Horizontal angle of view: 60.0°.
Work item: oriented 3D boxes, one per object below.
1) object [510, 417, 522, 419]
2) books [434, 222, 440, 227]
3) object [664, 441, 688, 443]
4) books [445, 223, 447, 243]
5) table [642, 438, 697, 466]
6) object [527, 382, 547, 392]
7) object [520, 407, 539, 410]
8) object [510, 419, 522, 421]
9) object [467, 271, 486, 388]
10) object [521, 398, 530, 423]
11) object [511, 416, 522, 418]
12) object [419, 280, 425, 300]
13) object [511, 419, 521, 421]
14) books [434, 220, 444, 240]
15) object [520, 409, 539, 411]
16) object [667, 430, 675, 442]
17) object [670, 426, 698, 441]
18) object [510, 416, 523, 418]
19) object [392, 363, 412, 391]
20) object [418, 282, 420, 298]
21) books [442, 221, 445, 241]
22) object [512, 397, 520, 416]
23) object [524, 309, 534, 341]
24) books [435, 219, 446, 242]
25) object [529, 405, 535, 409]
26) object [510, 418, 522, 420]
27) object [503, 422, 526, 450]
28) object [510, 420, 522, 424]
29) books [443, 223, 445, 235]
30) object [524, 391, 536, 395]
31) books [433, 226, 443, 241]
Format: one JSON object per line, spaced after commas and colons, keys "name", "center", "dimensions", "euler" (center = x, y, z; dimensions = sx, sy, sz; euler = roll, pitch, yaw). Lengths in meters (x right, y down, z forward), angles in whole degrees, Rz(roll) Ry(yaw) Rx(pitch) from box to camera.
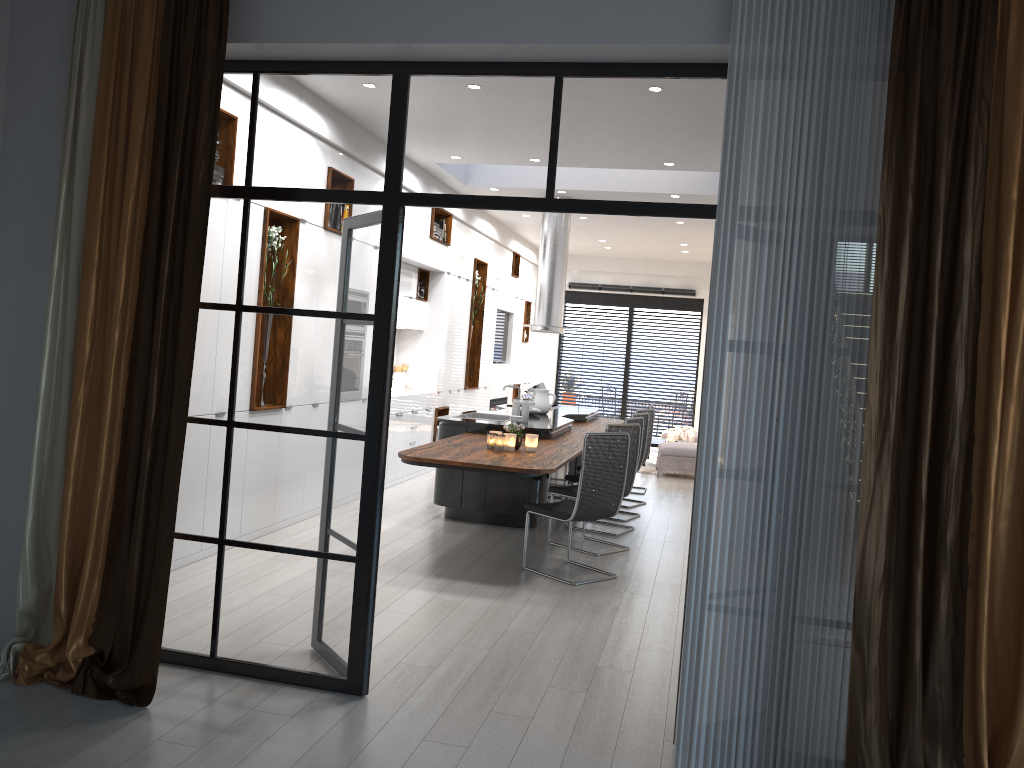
{"name": "object", "center": [0.037, 0.307, 7.788], "dimensions": [0.111, 0.023, 0.111], "euler": [5, 2, 25]}
{"name": "books", "center": [-0.982, -1.828, 10.172], "dimensions": [0.250, 0.047, 0.307], "euler": [5, 2, 8]}
{"name": "object", "center": [2.393, 0.847, 13.152], "dimensions": [0.333, 0.030, 0.584], "euler": [3, 2, -24]}
{"name": "books", "center": [-0.873, -1.791, 10.554], "dimensions": [0.210, 0.267, 0.026], "euler": [5, 1, 12]}
{"name": "table", "center": [2.463, 1.045, 13.077], "dimensions": [1.000, 0.350, 1.000], "euler": [5, 2, 12]}
{"name": "object", "center": [0.297, 0.078, 10.487], "dimensions": [0.256, 0.212, 0.249], "euler": [3, 2, -42]}
{"name": "object", "center": [0.164, 0.255, 8.995], "dimensions": [0.229, 0.016, 0.229], "euler": [5, 2, 9]}
{"name": "object", "center": [0.035, 0.326, 7.788], "dimensions": [0.111, 0.023, 0.111], "euler": [5, 2, 25]}
{"name": "object", "center": [-0.580, -0.758, 12.092], "dimensions": [0.322, 1.614, 0.322], "euler": [5, 1, 38]}
{"name": "object", "center": [0.118, 0.236, 7.927], "dimensions": [0.071, 0.219, 0.071], "euler": [5, 1, 38]}
{"name": "object", "center": [0.038, 0.294, 7.788], "dimensions": [0.111, 0.023, 0.111], "euler": [5, 2, 25]}
{"name": "object", "center": [-1.103, -1.122, 10.550], "dimensions": [0.123, 0.230, 0.123], "euler": [5, 1, 14]}
{"name": "object", "center": [0.036, 0.320, 7.788], "dimensions": [0.111, 0.023, 0.111], "euler": [5, 2, 25]}
{"name": "books", "center": [-0.900, -1.783, 10.393], "dimensions": [0.197, 0.268, 0.026], "euler": [5, 1, 12]}
{"name": "object", "center": [0.163, 0.264, 8.996], "dimensions": [0.229, 0.016, 0.229], "euler": [5, 2, 9]}
{"name": "object", "center": [2.324, 0.771, 12.975], "dimensions": [0.110, 0.183, 0.119], "euler": [5, 1, 18]}
{"name": "object", "center": [2.754, 0.843, 14.191], "dimensions": [0.418, 0.355, 0.761], "euler": [5, 2, 20]}
{"name": "object", "center": [0.037, 0.301, 7.788], "dimensions": [0.111, 0.023, 0.111], "euler": [5, 2, 25]}
{"name": "object", "center": [-1.333, -0.090, 10.508], "dimensions": [0.221, 0.316, 0.330], "euler": [5, 1, 12]}
{"name": "object", "center": [-1.143, -1.139, 10.360], "dimensions": [0.124, 0.275, 0.124], "euler": [4, 1, 0]}
{"name": "books", "center": [-0.896, -1.782, 10.419], "dimensions": [0.194, 0.273, 0.025], "euler": [5, 1, 12]}
{"name": "object", "center": [0.036, 0.229, 7.936], "dimensions": [0.071, 0.219, 0.071], "euler": [4, 1, -24]}
{"name": "object", "center": [0.243, -1.052, 15.416], "dimensions": [0.480, 0.626, 0.315], "euler": [5, 1, 3]}
{"name": "books", "center": [-0.893, -1.794, 10.478], "dimensions": [0.253, 0.312, 0.030], "euler": [5, 1, 12]}
{"name": "object", "center": [0.166, 0.235, 8.996], "dimensions": [0.138, 0.051, 0.138], "euler": [4, 2, -7]}
{"name": "object", "center": [0.036, 0.313, 7.788], "dimensions": [0.111, 0.023, 0.111], "euler": [5, 2, 25]}
{"name": "object", "center": [0.021, 0.380, 6.546], "dimensions": [0.151, 0.206, 0.157], "euler": [5, 1, 29]}
{"name": "object", "center": [0.035, 0.333, 7.788], "dimensions": [0.111, 0.023, 0.111], "euler": [5, 2, 25]}
{"name": "books", "center": [-0.907, -1.792, 10.450], "dimensions": [0.217, 0.271, 0.030], "euler": [5, 1, 12]}
{"name": "object", "center": [0.299, 0.164, 10.489], "dimensions": [0.252, 0.147, 0.266], "euler": [3, 2, -35]}
{"name": "books", "center": [-0.964, -1.734, 10.189], "dimensions": [0.279, 0.137, 0.345], "euler": [5, 2, 7]}
